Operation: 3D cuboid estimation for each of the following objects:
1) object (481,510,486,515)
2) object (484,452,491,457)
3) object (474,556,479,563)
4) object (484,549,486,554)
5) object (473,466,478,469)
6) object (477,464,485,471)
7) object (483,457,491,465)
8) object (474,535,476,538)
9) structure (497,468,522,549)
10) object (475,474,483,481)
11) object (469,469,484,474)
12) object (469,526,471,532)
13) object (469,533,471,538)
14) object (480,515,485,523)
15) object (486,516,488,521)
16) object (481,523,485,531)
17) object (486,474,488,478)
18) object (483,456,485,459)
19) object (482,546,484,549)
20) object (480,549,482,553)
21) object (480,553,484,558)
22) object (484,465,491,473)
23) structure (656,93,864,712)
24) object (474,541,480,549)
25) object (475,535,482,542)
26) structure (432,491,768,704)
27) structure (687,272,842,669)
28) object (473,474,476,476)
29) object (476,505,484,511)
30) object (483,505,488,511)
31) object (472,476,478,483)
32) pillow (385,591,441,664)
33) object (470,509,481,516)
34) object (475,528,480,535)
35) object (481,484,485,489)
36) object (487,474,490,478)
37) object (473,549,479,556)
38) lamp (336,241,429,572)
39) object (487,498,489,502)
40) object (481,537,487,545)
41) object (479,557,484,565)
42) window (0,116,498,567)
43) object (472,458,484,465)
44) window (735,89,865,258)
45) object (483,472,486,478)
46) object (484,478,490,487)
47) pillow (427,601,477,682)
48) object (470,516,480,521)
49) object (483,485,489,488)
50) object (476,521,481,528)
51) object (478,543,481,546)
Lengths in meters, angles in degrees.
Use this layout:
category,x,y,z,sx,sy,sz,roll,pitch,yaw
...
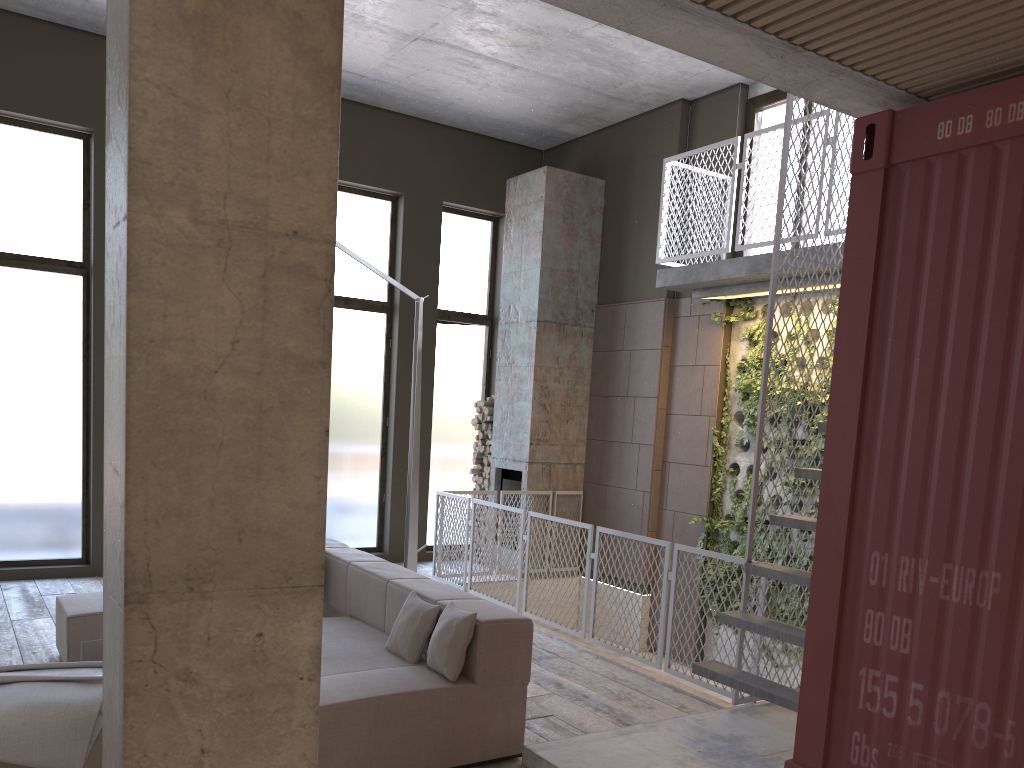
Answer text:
category,x,y,z,sx,sy,sz,roll,pitch,yaw
object,-0.219,1.585,10.824,0.333,0.057,0.088,4,0,-32
object,-0.177,0.865,10.742,0.333,0.057,0.088,4,0,-32
object,-0.250,2.189,10.951,0.480,0.085,0.092,5,1,-34
object,-0.170,2.026,10.762,0.364,0.127,0.063,4,4,-31
object,-0.304,1.054,10.982,0.364,0.068,0.121,5,-1,-34
object,-0.219,1.041,10.919,0.436,0.080,0.114,4,0,-32
object,-0.204,0.939,10.729,0.294,0.108,0.097,4,2,-34
object,-0.282,1.888,11.028,0.456,0.090,0.090,4,1,-32
structure,0.030,1.463,10.292,0.056,0.939,0.569,-1,6,-33
object,-0.240,1.168,10.946,0.456,0.090,0.090,4,1,-32
object,-0.327,1.090,10.885,0.423,0.073,0.070,4,1,-32
object,-0.369,1.810,10.967,0.423,0.073,0.070,4,1,-32
object,-0.335,1.917,11.101,0.438,0.093,0.090,4,1,-32
object,-0.246,1.659,10.812,0.294,0.108,0.097,4,2,-34
object,-0.146,1.621,10.715,0.364,0.127,0.063,4,4,-31
object,-0.177,1.764,10.845,0.438,0.094,0.091,4,2,-32
object,-0.121,1.122,10.731,0.423,0.068,0.066,5,1,-32
object,-0.190,0.906,10.811,0.360,0.075,0.063,4,2,-31
object,-0.181,2.036,10.838,0.426,0.086,0.066,5,2,-35
object,-0.235,2.106,10.989,0.363,0.088,0.100,4,1,-34
object,-0.189,2.118,10.900,0.436,0.080,0.114,5,0,-34
object,-0.135,1.044,10.762,0.438,0.094,0.091,4,2,-32
structure,1.973,0.096,6.546,3.039,4.366,3.643,1,4,-33
object,-0.344,2.014,10.970,0.294,0.108,0.097,4,2,-32
object,-0.240,1.912,10.900,0.456,0.090,0.090,5,1,-35
structure,1.184,1.665,7.942,1.930,0.943,4.390,4,-1,-33
structure,2.556,0.745,7.712,1.005,3.867,2.596,-1,5,-33
object,-0.291,1.128,10.985,0.426,0.086,0.066,4,2,-31
object,-0.235,1.532,10.879,0.436,0.080,0.114,5,0,-34
object,-0.121,1.511,10.738,0.480,0.085,0.092,4,1,-32
object,-0.292,1.197,11.019,0.438,0.093,0.090,4,1,-32
pillow,-0.554,1.371,4.905,0.187,0.363,0.366,0,4,-33
object,-0.296,1.604,10.930,0.480,0.085,0.092,5,1,-34
object,-0.249,1.833,10.942,0.480,0.085,0.092,4,1,-32
object,-0.216,1.262,10.860,0.360,0.075,0.064,5,2,-35
object,-0.184,1.121,10.632,0.251,0.048,0.062,5,0,-34
object,-0.300,2.119,11.041,0.438,0.094,0.091,4,1,-34
lamp,-1.425,0.276,6.488,2.626,3.467,0.747,0,7,-45
object,-0.100,1.432,10.748,0.436,0.080,0.114,5,0,-34
object,-0.235,1.916,10.730,0.293,0.104,0.100,4,2,-34
object,-0.188,2.190,10.892,0.456,0.090,0.090,5,1,-34
window,-4.124,-0.285,8.556,9.220,4.223,0.206,4,5,-34
object,-0.274,0.966,10.929,0.456,0.090,0.090,4,1,-31
window,3.238,-1.850,7.102,0.110,1.766,3.535,-1,2,-33
object,-0.165,1.124,10.799,0.423,0.068,0.066,5,1,-32
object,-0.193,1.196,10.647,0.293,0.104,0.100,4,2,-34
pillow,-0.322,1.337,4.586,0.188,0.370,0.358,1,3,-28
object,-0.316,1.686,11.012,0.456,0.090,0.090,4,1,-31
object,-0.164,1.249,10.771,0.364,0.068,0.121,4,0,-32
object,-0.261,1.761,11.002,0.436,0.080,0.114,4,0,-32
object,-0.259,1.982,10.942,0.360,0.075,0.064,5,2,-35
